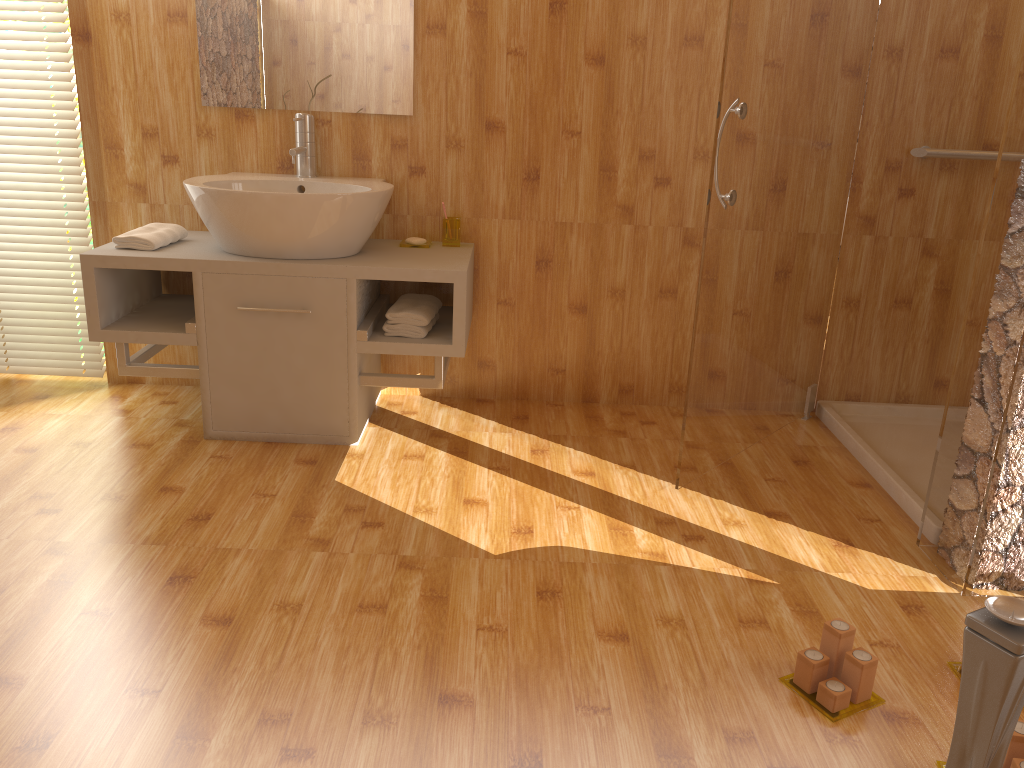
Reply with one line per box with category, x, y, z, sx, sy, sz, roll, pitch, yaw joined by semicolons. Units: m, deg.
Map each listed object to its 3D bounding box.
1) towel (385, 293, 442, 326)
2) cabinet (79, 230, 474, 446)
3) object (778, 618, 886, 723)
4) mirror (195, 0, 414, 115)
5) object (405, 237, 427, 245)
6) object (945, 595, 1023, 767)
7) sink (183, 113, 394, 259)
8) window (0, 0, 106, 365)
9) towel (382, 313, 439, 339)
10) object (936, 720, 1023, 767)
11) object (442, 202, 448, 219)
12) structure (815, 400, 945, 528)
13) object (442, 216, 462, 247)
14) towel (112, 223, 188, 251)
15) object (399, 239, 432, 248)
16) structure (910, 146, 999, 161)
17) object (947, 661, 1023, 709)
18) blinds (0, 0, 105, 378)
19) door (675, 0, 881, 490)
towel;-0.312;-0.238;2.829;0.140;0.048;0.225;4;18;5
cabinet;-0.711;-0.161;2.919;1.136;0.570;0.517;2;18;-1
object;0.625;0.536;1.707;0.141;0.131;0.141;-7;21;-27
mirror;-0.666;-1.154;2.858;0.698;0.523;0.005;2;18;-1
object;-0.323;-0.480;2.984;0.050;0.023;0.075;15;22;33
object;1.312;-0.421;1.841;0.347;1.921;2.276;18;24;39
sink;-0.688;-0.624;2.757;0.634;0.409;0.533;2;18;-1
window;0.117;-1.030;3.058;3.964;2.164;0.010;2;18;-1
towel;-0.321;-0.200;2.833;0.140;0.048;0.225;4;18;5
object;0.804;0.628;1.457;0.141;0.131;0.141;5;19;7
object;-0.219;-0.546;2.973;0.012;0.132;0.063;12;21;27
structure;1.589;0.260;2.796;0.955;0.050;1.000;2;18;-1
object;-0.203;-0.515;2.999;0.060;0.093;0.060;2;18;-1
towel;-1.134;-0.464;2.787;0.140;0.048;0.225;4;18;5
object;-0.323;-0.472;2.984;0.100;0.010;0.100;2;18;-1
structure;1.617;-0.610;2.505;0.587;0.043;1.001;2;18;-1
object;0.971;0.539;1.745;0.141;0.131;0.141;2;18;-1
blinds;-1.656;-1.071;2.902;0.420;2.178;0.042;2;18;-1
door;0.807;-0.832;2.564;0.077;2.147;0.983;17;23;37
